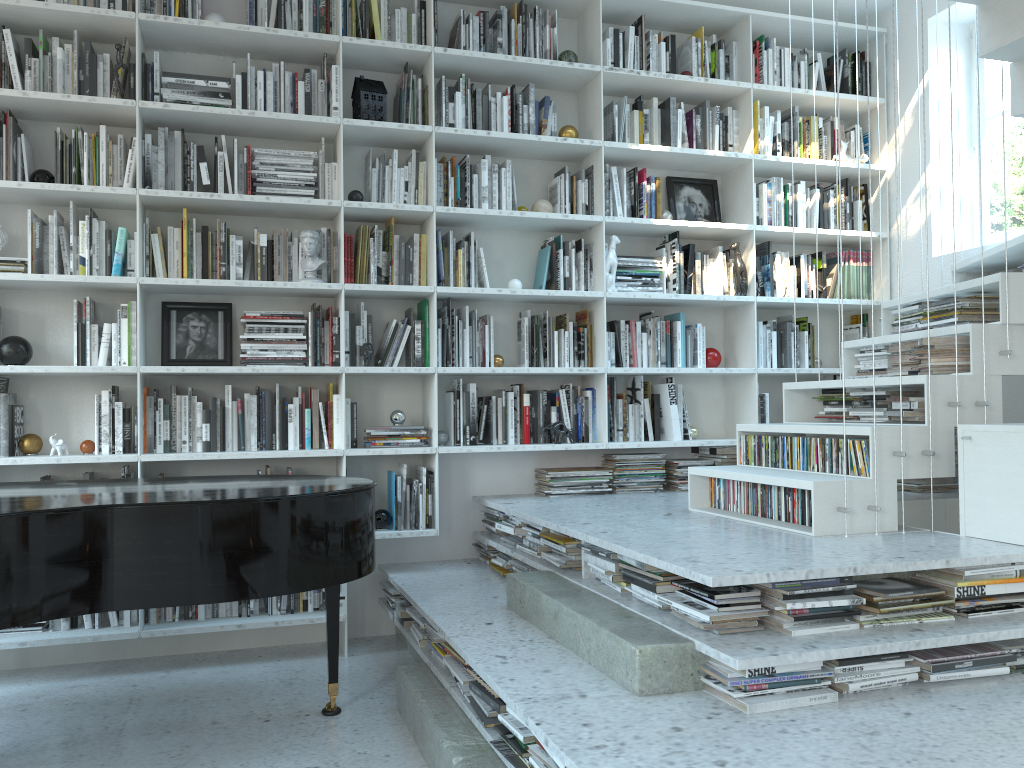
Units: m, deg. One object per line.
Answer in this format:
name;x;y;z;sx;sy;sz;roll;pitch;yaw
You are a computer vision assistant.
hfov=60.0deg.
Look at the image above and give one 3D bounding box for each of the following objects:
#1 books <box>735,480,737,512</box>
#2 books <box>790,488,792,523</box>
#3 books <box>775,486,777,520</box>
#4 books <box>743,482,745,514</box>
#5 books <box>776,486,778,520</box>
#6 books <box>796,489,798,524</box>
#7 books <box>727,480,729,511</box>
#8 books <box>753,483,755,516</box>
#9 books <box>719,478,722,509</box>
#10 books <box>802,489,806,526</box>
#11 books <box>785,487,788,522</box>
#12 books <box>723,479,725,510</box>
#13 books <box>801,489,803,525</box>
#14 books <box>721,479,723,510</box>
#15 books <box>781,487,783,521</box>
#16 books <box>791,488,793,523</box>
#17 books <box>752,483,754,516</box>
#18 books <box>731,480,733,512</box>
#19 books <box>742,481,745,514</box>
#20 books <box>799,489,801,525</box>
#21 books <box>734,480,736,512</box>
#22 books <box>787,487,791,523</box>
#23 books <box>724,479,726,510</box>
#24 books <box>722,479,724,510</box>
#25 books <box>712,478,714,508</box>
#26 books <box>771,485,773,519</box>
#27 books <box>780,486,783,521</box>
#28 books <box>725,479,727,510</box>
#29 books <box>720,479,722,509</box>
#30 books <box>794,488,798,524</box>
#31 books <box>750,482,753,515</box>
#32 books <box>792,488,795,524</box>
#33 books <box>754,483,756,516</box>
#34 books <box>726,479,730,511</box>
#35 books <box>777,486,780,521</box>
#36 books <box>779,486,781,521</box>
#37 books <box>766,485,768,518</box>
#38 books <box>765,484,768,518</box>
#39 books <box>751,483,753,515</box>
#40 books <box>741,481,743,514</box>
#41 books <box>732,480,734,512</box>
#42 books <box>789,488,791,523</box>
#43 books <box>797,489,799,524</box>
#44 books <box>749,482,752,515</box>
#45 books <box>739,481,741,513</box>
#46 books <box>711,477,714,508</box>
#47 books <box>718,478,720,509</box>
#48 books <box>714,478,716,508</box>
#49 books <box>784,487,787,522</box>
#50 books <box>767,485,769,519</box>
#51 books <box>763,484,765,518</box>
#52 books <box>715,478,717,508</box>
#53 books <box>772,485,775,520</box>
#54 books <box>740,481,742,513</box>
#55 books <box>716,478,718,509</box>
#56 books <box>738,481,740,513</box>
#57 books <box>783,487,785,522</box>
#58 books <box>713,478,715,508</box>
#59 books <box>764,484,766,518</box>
books;0.944;0.445;3.530;0.125;0.125;0.008;0;-1;-18
books;1.054;0.433;3.183;0.125;0.125;0.007;0;-1;-18
books;1.026;0.436;3.271;0.125;0.125;0.008;0;-1;-18
books;0.963;0.443;3.470;0.125;0.125;0.008;0;-1;-18
books;1.028;0.436;3.264;0.125;0.125;0.007;0;-1;-18
books;1.064;0.432;3.151;0.125;0.125;0.010;0;-1;-18
books;0.928;0.447;3.580;0.125;0.125;0.008;0;-1;-18
books;0.984;0.441;3.404;0.125;0.125;0.007;0;-1;-18
books;0.909;0.449;3.640;0.125;0.125;0.007;0;-1;-18
books;1.076;0.431;3.113;0.125;0.125;0.010;0;-1;-18
books;1.046;0.434;3.208;0.125;0.125;0.012;0;-1;-18
books;0.918;0.448;3.610;0.125;0.125;0.008;0;-1;-18
books;1.073;0.431;3.124;0.125;0.125;0.012;0;-1;-18
books;0.913;0.448;3.625;0.125;0.125;0.009;0;-1;-18
books;1.039;0.435;3.232;0.125;0.125;0.008;0;-1;-18
books;1.056;0.433;3.175;0.125;0.125;0.007;0;-1;-18
books;0.981;0.441;3.412;0.125;0.125;0.009;0;-1;-18
books;0.937;0.446;3.552;0.125;0.125;0.008;0;-1;-18
books;0.960;0.443;3.478;0.125;0.125;0.007;0;-1;-18
books;1.070;0.432;3.134;0.125;0.125;0.008;0;-1;-18
books;0.941;0.445;3.538;0.125;0.125;0.007;0;-1;-18
books;1.049;0.434;3.197;0.125;0.125;0.008;0;-1;-18
books;0.920;0.447;3.603;0.125;0.125;0.008;0;-1;-18
books;0.916;0.448;3.617;0.125;0.125;0.007;0;-1;-18
books;0.891;0.450;3.694;0.125;0.125;0.010;0;-1;-18
books;1.019;0.437;3.294;0.125;0.125;0.010;0;-1;-18
books;1.036;0.435;3.240;0.125;0.125;0.011;0;-1;-18
books;0.923;0.447;3.595;0.125;0.125;0.008;0;-1;-18
books;0.911;0.448;3.632;0.125;0.125;0.009;0;-1;-18
books;1.061;0.433;3.161;0.125;0.125;0.008;0;-1;-18
books;0.977;0.441;3.426;0.125;0.125;0.007;0;-1;-18
books;1.059;0.433;3.168;0.125;0.125;0.008;0;-1;-18
books;0.986;0.440;3.397;0.125;0.125;0.008;0;-1;-18
books;0.925;0.447;3.588;0.125;0.125;0.008;0;-1;-18
books;1.031;0.436;3.256;0.125;0.125;0.008;0;-1;-18
books;1.034;0.435;3.247;0.125;0.125;0.011;0;-1;-18
books;1.010;0.438;3.323;0.125;0.125;0.007;0;-1;-18
books;1.007;0.438;3.330;0.125;0.125;0.008;0;-1;-18
books;0.979;0.441;3.419;0.125;0.125;0.008;0;-1;-18
books;0.958;0.443;3.485;0.125;0.125;0.008;0;-1;-18
books;0.939;0.445;3.545;0.125;0.125;0.008;0;-1;-18
books;1.052;0.433;3.189;0.125;0.125;0.007;0;-1;-18
books;1.067;0.432;3.141;0.125;0.125;0.010;0;-1;-18
books;0.975;0.442;3.433;0.125;0.125;0.008;0;-1;-18
books;0.953;0.444;3.500;0.125;0.125;0.008;0;-1;-18
books;0.889;0.451;3.703;0.125;0.125;0.008;0;-1;-18
books;0.906;0.449;3.648;0.125;0.125;0.010;0;-1;-18
books;0.897;0.450;3.678;0.125;0.125;0.007;0;-1;-18
books;1.043;0.434;3.216;0.125;0.125;0.010;0;-1;-18
books;1.012;0.438;3.316;0.125;0.125;0.008;0;-1;-18
books;1.003;0.439;3.344;0.125;0.125;0.008;0;-1;-18
books;0.899;0.450;3.670;0.125;0.125;0.007;0;-1;-18
books;1.021;0.437;3.285;0.125;0.125;0.008;0;-1;-18
books;0.956;0.444;3.493;0.125;0.125;0.008;0;-1;-18
books;0.901;0.449;3.663;0.125;0.125;0.008;0;-1;-18
books;0.951;0.444;3.507;0.125;0.125;0.007;0;-1;-18
books;1.041;0.435;3.224;0.125;0.125;0.008;0;-1;-18
books;0.894;0.450;3.685;0.125;0.125;0.009;0;-1;-18
books;1.005;0.438;3.337;0.125;0.125;0.008;0;-1;-18
